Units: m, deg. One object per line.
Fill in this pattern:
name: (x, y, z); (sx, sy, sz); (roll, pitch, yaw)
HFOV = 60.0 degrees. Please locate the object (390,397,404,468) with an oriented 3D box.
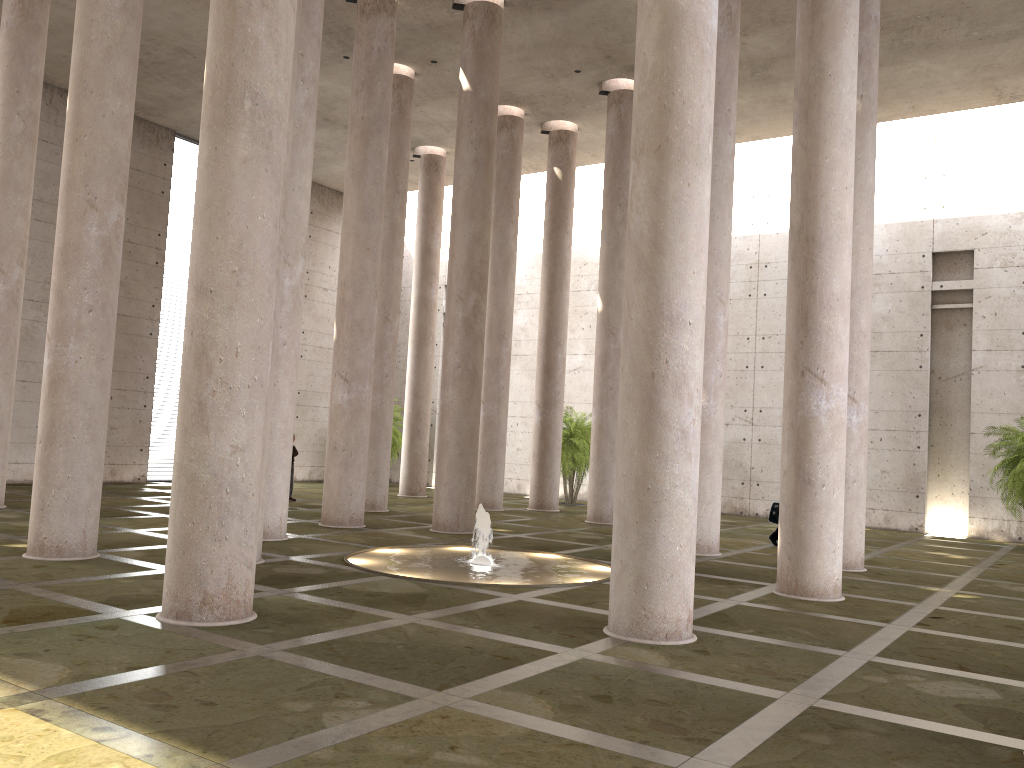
object: (-4.830, 2.055, 31.333); (2.483, 3.247, 2.333); (0, -5, 37)

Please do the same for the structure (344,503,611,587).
structure: (-0.414, 2.356, 12.742); (3.913, 1.279, 3.916); (3, -4, 6)

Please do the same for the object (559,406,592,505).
object: (1.834, 2.208, 26.796); (2.151, 3.126, 2.290); (2, -4, 17)

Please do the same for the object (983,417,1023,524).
object: (12.031, 2.246, 19.986); (2.483, 3.247, 2.333); (4, -4, -18)

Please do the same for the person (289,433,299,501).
person: (-5.669, 2.039, 22.226); (0.789, 1.752, 0.001); (2, -4, 14)

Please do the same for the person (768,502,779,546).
person: (5.478, 2.297, 17.491); (0.898, 1.851, 0.001); (1, -5, 34)

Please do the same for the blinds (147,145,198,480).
blinds: (-10.035, -2.140, 27.051); (0.202, 10.110, 1.676); (1, -5, 34)
